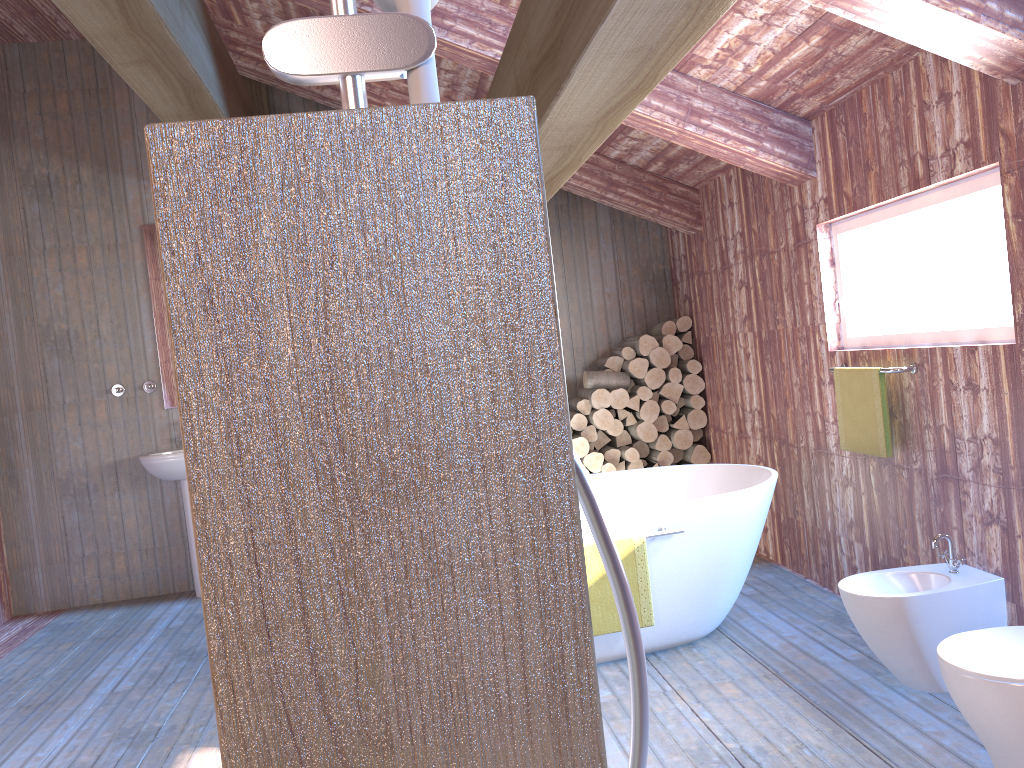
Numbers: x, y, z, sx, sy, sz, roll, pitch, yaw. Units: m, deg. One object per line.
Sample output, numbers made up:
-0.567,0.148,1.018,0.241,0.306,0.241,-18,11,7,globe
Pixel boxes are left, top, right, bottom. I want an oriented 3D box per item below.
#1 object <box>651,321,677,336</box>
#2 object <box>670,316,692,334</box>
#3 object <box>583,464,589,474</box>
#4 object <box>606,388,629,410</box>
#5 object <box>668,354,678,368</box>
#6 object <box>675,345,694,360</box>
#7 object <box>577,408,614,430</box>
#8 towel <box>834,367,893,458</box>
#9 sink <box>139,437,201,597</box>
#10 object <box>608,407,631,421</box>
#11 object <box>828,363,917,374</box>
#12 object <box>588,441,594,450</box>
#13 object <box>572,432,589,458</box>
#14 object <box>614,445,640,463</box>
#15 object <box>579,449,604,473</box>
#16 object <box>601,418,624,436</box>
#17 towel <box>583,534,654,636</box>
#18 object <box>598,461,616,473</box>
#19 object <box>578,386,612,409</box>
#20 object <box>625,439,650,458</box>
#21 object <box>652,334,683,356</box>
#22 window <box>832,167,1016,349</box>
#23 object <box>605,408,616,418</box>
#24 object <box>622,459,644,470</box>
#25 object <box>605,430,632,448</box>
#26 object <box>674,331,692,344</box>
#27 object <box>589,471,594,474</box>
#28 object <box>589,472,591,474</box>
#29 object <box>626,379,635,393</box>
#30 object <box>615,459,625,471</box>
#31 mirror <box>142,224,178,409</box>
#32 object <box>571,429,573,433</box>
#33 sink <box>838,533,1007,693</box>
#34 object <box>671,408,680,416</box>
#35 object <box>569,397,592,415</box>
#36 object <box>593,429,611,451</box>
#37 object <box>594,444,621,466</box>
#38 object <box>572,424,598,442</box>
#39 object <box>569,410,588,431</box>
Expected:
1.026,-0.361,6.015,0.104,0.121,0.270,-7,2,-7,object
1.129,-0.396,6.030,0.112,0.113,0.271,-7,2,-8,object
0.387,0.604,5.929,0.155,0.174,0.483,-7,2,-9,object
0.662,0.088,5.938,0.138,0.147,0.440,-7,2,-7,object
1.036,-0.149,6.086,0.132,0.119,0.319,-7,2,-6,object
1.144,-0.215,6.035,0.107,0.115,0.269,-7,2,-6,object
0.551,0.225,5.919,0.141,0.143,0.437,-7,2,-9,object
1.449,0.110,3.675,0.032,0.361,0.370,-7,2,-7,towel
-2.004,0.790,5.616,0.582,1.143,0.475,-7,2,-8,sink
0.717,0.194,5.942,0.088,0.092,0.280,-7,2,-7,object
1.466,-0.059,3.670,0.091,0.043,0.581,-7,2,-7,object
0.496,0.404,5.926,0.064,0.068,0.174,-7,2,-8,object
0.401,0.399,5.903,0.138,0.147,0.440,-7,2,-7,object
0.741,0.457,5.950,0.098,0.100,0.437,-7,2,-9,object
0.498,0.497,5.934,0.139,0.148,0.458,-7,2,-7,object
0.655,0.278,5.932,0.115,0.123,0.291,-7,2,-7,object
0.354,0.782,3.416,0.370,0.361,0.032,-7,2,-11,towel
0.589,0.554,5.927,0.098,0.100,0.437,-7,2,-9,object
0.548,0.088,5.922,0.135,0.145,0.439,-7,2,-7,object
0.836,0.434,6.064,0.116,0.118,0.289,-7,2,-10,object
1.020,-0.261,6.001,0.133,0.142,0.456,-7,2,-7,object
1.589,-0.439,3.456,0.054,0.587,1.255,-7,2,-7,window
0.644,0.194,5.917,0.057,0.061,0.156,-7,2,-8,object
0.789,0.549,5.963,0.111,0.113,0.301,-7,2,-9,object
0.722,0.360,6.047,0.104,0.127,0.321,-7,2,-7,object
1.140,-0.312,6.048,0.081,0.100,0.281,-7,2,-8,object
0.583,0.648,5.941,0.114,0.120,0.303,-7,2,-7,object
0.511,0.624,5.918,0.088,0.092,0.280,-7,2,-7,object
0.742,-0.002,6.043,0.121,0.124,0.291,-7,2,-7,object
0.680,0.546,5.946,0.086,0.089,0.279,-7,2,-10,object
-2.155,-0.453,5.786,0.350,1.199,0.009,-7,2,-8,mirror
0.312,0.298,5.931,0.114,0.113,0.301,-7,2,-10,object
1.418,0.801,3.119,0.515,0.517,0.335,-7,2,-7,sink
1.070,0.181,5.981,0.067,0.069,0.177,-7,2,-8,object
0.457,0.146,5.915,0.106,0.112,0.282,-7,2,-7,object
0.574,0.362,6.024,0.128,0.150,0.323,-7,2,-7,object
0.639,0.473,5.941,0.114,0.120,0.303,-7,2,-7,object
0.480,0.324,5.922,0.111,0.113,0.301,-7,2,-8,object
0.416,0.242,5.896,0.115,0.123,0.291,-7,2,-7,object
